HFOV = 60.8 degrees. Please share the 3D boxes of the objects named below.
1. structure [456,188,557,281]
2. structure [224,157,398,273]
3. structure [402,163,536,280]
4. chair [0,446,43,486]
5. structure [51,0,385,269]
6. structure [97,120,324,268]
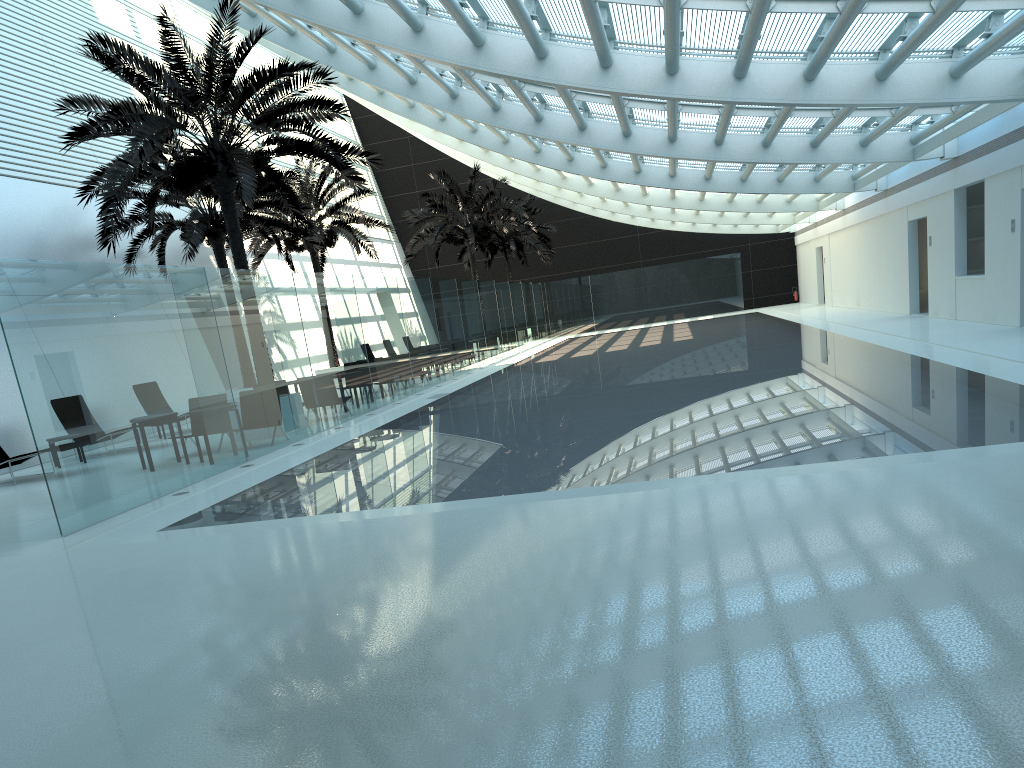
[{"bbox_3d":[0.002,-5.412,40.701,4.435,7.250,4.670,-10,12,-10],"label":"structure"},{"bbox_3d":[-6.030,-3.297,26.606,4.265,7.122,4.499,3,16,44],"label":"structure"},{"bbox_3d":[-1.458,-4.560,32.959,4.833,7.252,4.281,-7,12,5],"label":"structure"},{"bbox_3d":[-7.852,0.965,14.019,2.045,1.196,0.888,-7,11,12],"label":"chair"},{"bbox_3d":[-4.823,-2.567,14.746,4.832,7.251,4.284,-2,13,29],"label":"structure"},{"bbox_3d":[-6.882,-2.668,20.862,4.619,7.059,4.153,-10,12,-10],"label":"structure"}]
